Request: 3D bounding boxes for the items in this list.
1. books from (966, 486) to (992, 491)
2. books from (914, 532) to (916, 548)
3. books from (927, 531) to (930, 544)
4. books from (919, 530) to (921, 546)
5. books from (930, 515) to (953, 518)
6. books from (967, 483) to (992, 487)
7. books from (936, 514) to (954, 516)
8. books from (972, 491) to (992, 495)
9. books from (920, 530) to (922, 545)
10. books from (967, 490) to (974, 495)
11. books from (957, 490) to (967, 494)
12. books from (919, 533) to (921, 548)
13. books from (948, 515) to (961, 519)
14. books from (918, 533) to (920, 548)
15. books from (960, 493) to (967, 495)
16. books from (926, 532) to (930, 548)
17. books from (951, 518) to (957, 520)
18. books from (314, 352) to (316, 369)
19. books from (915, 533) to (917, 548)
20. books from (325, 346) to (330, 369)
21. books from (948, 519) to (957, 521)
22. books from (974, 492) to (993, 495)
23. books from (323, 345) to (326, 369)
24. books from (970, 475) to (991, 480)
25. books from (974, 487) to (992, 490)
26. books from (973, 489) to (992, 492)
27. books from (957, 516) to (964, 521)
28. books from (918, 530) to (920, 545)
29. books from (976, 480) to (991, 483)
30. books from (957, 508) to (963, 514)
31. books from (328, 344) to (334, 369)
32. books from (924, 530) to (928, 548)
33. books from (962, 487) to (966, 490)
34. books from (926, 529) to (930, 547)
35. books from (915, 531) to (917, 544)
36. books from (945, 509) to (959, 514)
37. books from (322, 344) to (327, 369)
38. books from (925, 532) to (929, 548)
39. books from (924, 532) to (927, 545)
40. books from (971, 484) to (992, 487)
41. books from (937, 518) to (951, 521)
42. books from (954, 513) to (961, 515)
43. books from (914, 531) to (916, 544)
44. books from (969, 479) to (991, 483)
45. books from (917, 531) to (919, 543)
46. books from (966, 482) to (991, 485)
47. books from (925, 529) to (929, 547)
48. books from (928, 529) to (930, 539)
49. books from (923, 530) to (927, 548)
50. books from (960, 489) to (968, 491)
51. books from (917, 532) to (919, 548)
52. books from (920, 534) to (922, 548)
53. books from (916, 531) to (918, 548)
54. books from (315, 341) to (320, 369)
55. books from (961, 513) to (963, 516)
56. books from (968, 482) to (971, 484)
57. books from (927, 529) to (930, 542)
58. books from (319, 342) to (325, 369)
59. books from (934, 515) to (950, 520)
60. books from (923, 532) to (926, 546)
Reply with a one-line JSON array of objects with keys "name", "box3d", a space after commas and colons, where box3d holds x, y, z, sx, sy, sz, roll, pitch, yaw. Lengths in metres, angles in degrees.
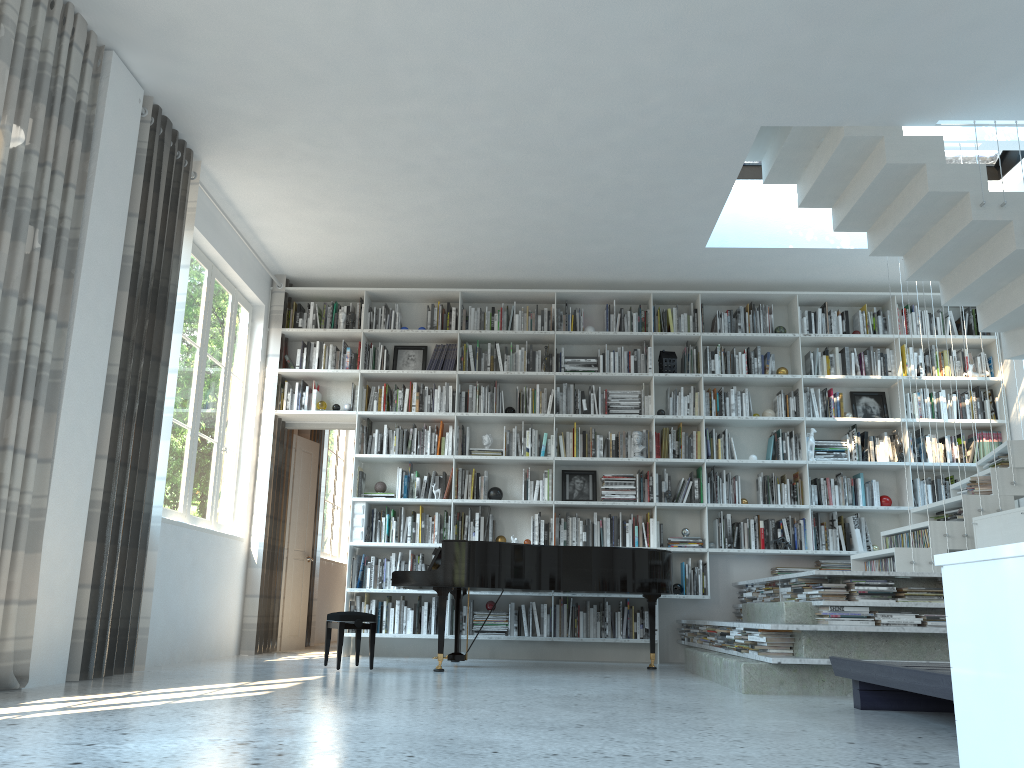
[{"name": "books", "box3d": [3.215, 0.695, 5.933, 0.295, 0.006, 0.147, -9, -18, 35]}, {"name": "books", "box3d": [2.774, 1.056, 5.966, 0.125, 0.125, 0.007, 1, -14, 2]}, {"name": "books", "box3d": [2.768, 1.004, 5.757, 0.125, 0.123, 0.034, 1, -14, 2]}, {"name": "books", "box3d": [2.771, 1.035, 5.883, 0.125, 0.125, 0.010, 1, -14, 2]}, {"name": "books", "box3d": [3.170, 0.962, 6.427, 0.198, 0.006, 0.189, 2, -14, -2]}, {"name": "books", "box3d": [3.215, 0.678, 5.937, 0.295, 0.007, 0.146, -8, -17, 31]}, {"name": "books", "box3d": [3.190, 0.953, 6.429, 0.161, 0.012, 0.195, 1, -14, -1]}, {"name": "books", "box3d": [3.230, 0.732, 5.947, 0.254, 0.007, 0.189, -7, -16, 28]}, {"name": "books", "box3d": [2.771, 1.030, 5.867, 0.125, 0.125, 0.008, 1, -14, 2]}, {"name": "books", "box3d": [3.299, 0.745, 6.165, 0.178, 0.035, 0.222, 0, -15, 6]}, {"name": "books", "box3d": [3.375, 0.782, 6.447, 0.173, 0.011, 0.204, 2, -14, -3]}, {"name": "books", "box3d": [2.772, 1.036, 5.890, 0.125, 0.125, 0.010, 1, -14, 2]}, {"name": "books", "box3d": [3.170, 0.931, 6.204, 0.189, 0.012, 0.156, 0, -14, 5]}, {"name": "books", "box3d": [2.772, 1.040, 5.904, 0.125, 0.125, 0.008, 1, -14, 2]}, {"name": "books", "box3d": [3.391, 0.795, 6.443, 0.149, 0.016, 0.240, 1, -14, 0]}, {"name": "books", "box3d": [2.768, 1.008, 5.772, 0.125, 0.123, 0.036, 1, -14, 2]}, {"name": "books", "box3d": [3.183, 0.944, 6.200, 0.149, 0.013, 0.220, -1, -15, 7]}, {"name": "books", "box3d": [-1.728, -0.177, 7.880, 0.010, 0.208, 0.165, 1, -14, 2]}, {"name": "books", "box3d": [2.773, 1.052, 5.951, 0.125, 0.125, 0.008, 1, -14, 2]}, {"name": "books", "box3d": [-1.629, -0.194, 7.876, 0.021, 0.243, 0.174, 1, -14, 2]}, {"name": "books", "box3d": [3.170, 0.957, 6.198, 0.184, 0.013, 0.226, 1, -14, -1]}, {"name": "books", "box3d": [3.223, 0.739, 5.936, 0.215, 0.013, 0.189, -9, -17, 33]}, {"name": "books", "box3d": [-1.645, -0.197, 7.877, 0.012, 0.248, 0.192, 1, -14, 2]}, {"name": "books", "box3d": [3.222, 0.637, 5.956, 0.234, 0.025, 0.158, -10, -18, 38]}, {"name": "books", "box3d": [3.215, 0.705, 5.930, 0.215, 0.014, 0.138, -7, -16, 28]}, {"name": "books", "box3d": [3.222, 0.721, 5.938, 0.222, 0.011, 0.180, -8, -17, 32]}, {"name": "books", "box3d": [3.073, 0.901, 5.931, 0.172, 0.019, 0.240, -6, -16, 26]}, {"name": "books", "box3d": [2.772, 1.038, 5.897, 0.125, 0.125, 0.009, 1, -14, 2]}, {"name": "books", "box3d": [3.226, 0.663, 5.956, 0.184, 0.016, 0.179, -7, -17, 29]}, {"name": "books", "box3d": [3.085, 0.850, 5.940, 0.169, 0.014, 0.213, -5, -16, 21]}, {"name": "books", "box3d": [-1.595, -0.202, 7.875, 0.025, 0.260, 0.167, 1, -14, 2]}, {"name": "books", "box3d": [2.769, 1.013, 5.794, 0.125, 0.123, 0.034, 1, -14, 2]}, {"name": "books", "box3d": [3.389, 0.756, 6.453, 0.157, 0.014, 0.181, 1, -14, 0]}, {"name": "books", "box3d": [2.768, 1.006, 5.764, 0.125, 0.123, 0.035, 1, -14, 2]}, {"name": "books", "box3d": [2.773, 1.050, 5.942, 0.125, 0.125, 0.010, 1, -14, 2]}, {"name": "books", "box3d": [3.172, 0.894, 6.213, 0.177, 0.014, 0.194, 2, -14, -3]}, {"name": "books", "box3d": [-1.658, -0.206, 7.880, 0.013, 0.268, 0.162, 1, -14, 2]}, {"name": "books", "box3d": [2.769, 1.011, 5.787, 0.125, 0.123, 0.034, 1, -14, 2]}, {"name": "books", "box3d": [2.769, 1.016, 5.802, 0.125, 0.122, 0.037, 1, -14, 2]}, {"name": "books", "box3d": [3.224, 0.690, 5.947, 0.232, 0.011, 0.172, -10, -18, 37]}, {"name": "books", "box3d": [3.194, 0.984, 6.421, 0.140, 0.022, 0.182, 2, -14, -5]}, {"name": "books", "box3d": [3.196, 0.909, 6.209, 0.133, 0.017, 0.179, 0, -15, 6]}, {"name": "books", "box3d": [2.774, 1.054, 5.958, 0.125, 0.125, 0.008, 1, -14, 2]}, {"name": "books", "box3d": [3.217, 0.650, 5.946, 0.254, 0.005, 0.161, -9, -17, 33]}, {"name": "books", "box3d": [2.772, 1.042, 5.911, 0.125, 0.125, 0.008, 1, -14, 2]}, {"name": "books", "box3d": [3.216, 0.671, 5.939, 0.295, 0.007, 0.146, -9, -18, 35]}, {"name": "books", "box3d": [2.768, 1.010, 5.779, 0.125, 0.123, 0.035, 1, -14, 2]}, {"name": "books", "box3d": [2.767, 0.999, 5.741, 0.125, 0.123, 0.034, 1, -14, 2]}, {"name": "books", "box3d": [2.769, 1.017, 5.810, 0.125, 0.123, 0.035, 1, -14, 2]}, {"name": "books", "box3d": [3.386, 0.770, 6.449, 0.157, 0.014, 0.181, 2, -14, -2]}, {"name": "books", "box3d": [2.773, 1.044, 5.918, 0.125, 0.125, 0.007, 1, -14, 2]}, {"name": "books", "box3d": [2.771, 1.032, 5.874, 0.125, 0.125, 0.008, 1, -14, 2]}, {"name": "books", "box3d": [2.773, 1.048, 5.933, 0.125, 0.125, 0.009, 1, -14, 2]}, {"name": "books", "box3d": [-1.712, -0.218, 7.873, 0.021, 0.285, 0.179, 1, -14, 2]}, {"name": "books", "box3d": [3.096, 0.869, 5.930, 0.141, 0.028, 0.223, -4, -15, 20]}, {"name": "books", "box3d": [3.302, 0.688, 6.199, 0.155, 0.009, 0.155, 1, -14, 2]}, {"name": "books", "box3d": [2.768, 1.002, 5.749, 0.125, 0.123, 0.036, 1, -14, 2]}, {"name": "books", "box3d": [-1.683, -0.216, 7.892, 0.037, 0.291, 0.156, 1, -14, 2]}, {"name": "books", "box3d": [3.188, 0.969, 6.425, 0.159, 0.009, 0.208, 2, -14, -2]}, {"name": "books", "box3d": [2.770, 1.019, 5.818, 0.125, 0.123, 0.034, 1, -14, 2]}]
